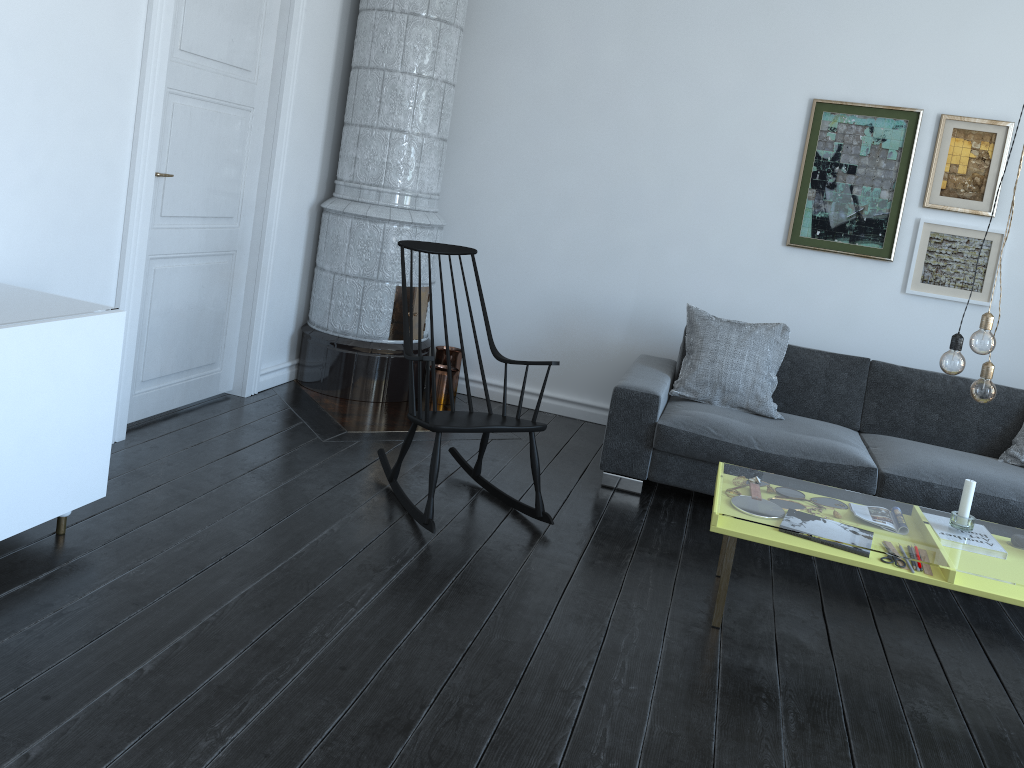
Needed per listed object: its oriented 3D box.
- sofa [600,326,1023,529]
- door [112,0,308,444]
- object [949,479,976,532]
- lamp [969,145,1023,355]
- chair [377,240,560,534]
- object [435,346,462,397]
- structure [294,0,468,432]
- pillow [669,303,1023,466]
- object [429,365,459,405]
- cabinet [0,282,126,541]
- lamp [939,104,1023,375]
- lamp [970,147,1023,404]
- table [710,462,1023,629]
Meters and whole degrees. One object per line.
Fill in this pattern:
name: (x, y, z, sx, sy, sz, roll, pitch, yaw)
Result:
sofa: (1.701, 0.275, 4.232, 2.385, 0.713, 1.097, 12, 11, 14)
door: (-1.382, -1.059, 4.062, 0.116, 2.442, 1.180, 10, 7, 13)
object: (1.535, 0.405, 2.977, 0.074, 0.171, 0.076, 3, 9, -41)
lamp: (1.579, -0.817, 2.678, 0.074, 1.478, 0.075, 6, 7, -29)
chair: (-0.211, -0.030, 3.629, 0.610, 0.991, 0.924, 4, 10, -31)
object: (-0.397, -0.074, 5.333, 0.174, 0.277, 0.177, 11, 8, 14)
structure: (-0.561, -1.331, 4.899, 0.774, 2.852, 1.293, 5, 8, -31)
pillow: (1.828, 0.040, 4.294, 2.070, 0.486, 0.483, 13, 10, 18)
object: (-0.410, 0.005, 5.155, 0.174, 0.197, 0.174, 10, 9, 4)
cabinet: (-1.668, 0.176, 2.299, 0.593, 0.724, 1.216, 11, 11, 13)
lamp: (1.508, -0.753, 2.713, 0.074, 1.478, 0.088, 6, 7, -25)
lamp: (1.596, -0.665, 2.709, 0.075, 1.478, 0.089, 14, 8, 37)
table: (1.345, 0.684, 2.898, 1.408, 0.394, 0.608, 12, 11, 14)
